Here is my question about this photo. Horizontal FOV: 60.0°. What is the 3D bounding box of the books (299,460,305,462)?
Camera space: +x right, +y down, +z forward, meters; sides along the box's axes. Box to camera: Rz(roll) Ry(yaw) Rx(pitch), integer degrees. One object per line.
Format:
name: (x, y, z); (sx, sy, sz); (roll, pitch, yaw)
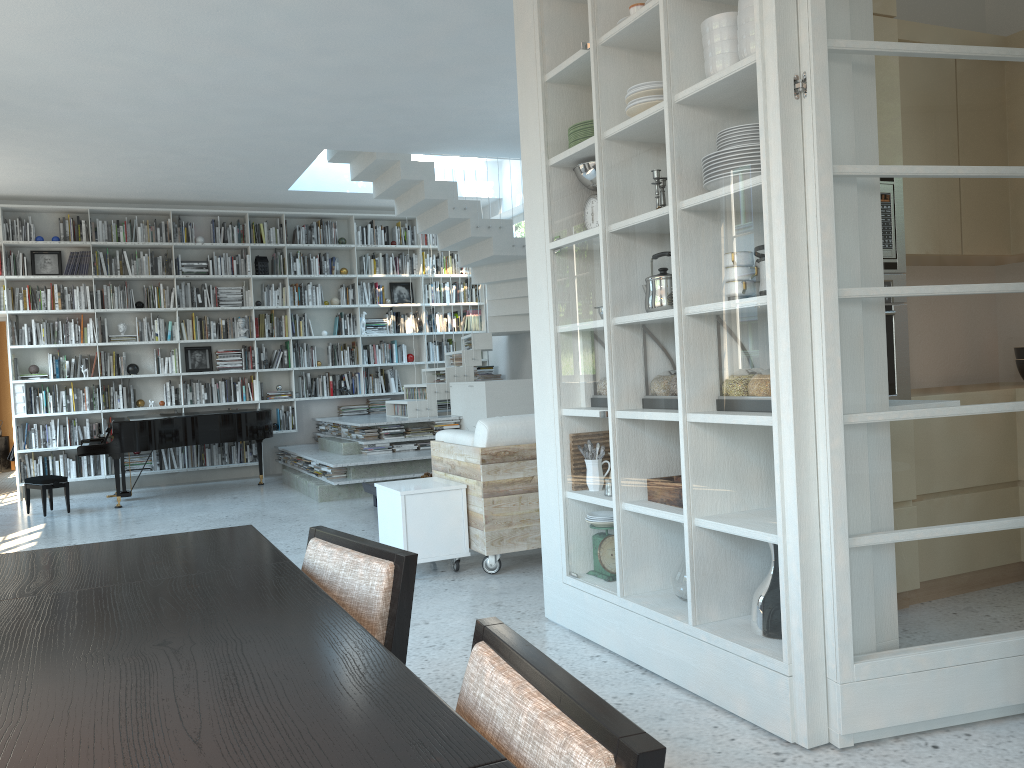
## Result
books: (-2.184, 0.812, 9.500); (0.169, 0.009, 0.241); (-3, 1, -25)

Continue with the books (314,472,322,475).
books: (-1.808, 0.868, 8.664); (0.178, 0.009, 0.276); (-3, 1, -27)

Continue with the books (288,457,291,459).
books: (-2.448, 0.831, 10.063); (0.171, 0.020, 0.193); (-3, 1, -21)

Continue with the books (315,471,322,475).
books: (-1.814, 0.861, 8.661); (0.191, 0.006, 0.275); (-3, 1, -23)

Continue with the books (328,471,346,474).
books: (-1.663, 0.826, 8.396); (0.137, 0.019, 0.224); (-3, 1, -24)

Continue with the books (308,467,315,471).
books: (-1.938, 0.850, 8.936); (0.189, 0.013, 0.215); (-3, 1, -27)

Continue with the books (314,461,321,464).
books: (-1.818, 0.759, 8.660); (0.182, 0.016, 0.256); (-3, 1, -22)

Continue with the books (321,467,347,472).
books: (-1.682, 0.804, 8.387); (0.156, 0.027, 0.287); (-4, 1, -30)

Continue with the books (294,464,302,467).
books: (-2.307, 0.891, 9.785); (0.157, 0.014, 0.180); (-3, 1, -28)

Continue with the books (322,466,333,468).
books: (-1.690, 0.771, 8.383); (0.176, 0.010, 0.266); (-3, 1, -29)

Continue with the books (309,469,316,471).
books: (-1.933, 0.860, 8.938); (0.180, 0.008, 0.267); (-3, 1, -26)

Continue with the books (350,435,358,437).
books: (-1.605, 0.549, 9.389); (0.154, 0.007, 0.292); (-3, 1, -22)

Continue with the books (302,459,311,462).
books: (-2.063, 0.789, 9.215); (0.170, 0.014, 0.281); (-3, 1, -28)

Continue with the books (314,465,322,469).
books: (-1.813, 0.806, 8.662); (0.168, 0.013, 0.281); (-4, 1, -30)

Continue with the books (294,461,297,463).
books: (-2.308, 0.858, 9.784); (0.164, 0.012, 0.205); (-3, 1, -25)

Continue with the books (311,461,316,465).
books: (-1.925, 0.795, 8.942); (0.141, 0.028, 0.222); (-4, 1, -30)

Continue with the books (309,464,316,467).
books: (-1.937, 0.818, 8.936); (0.180, 0.017, 0.182); (-3, 1, -28)

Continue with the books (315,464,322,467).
books: (-1.807, 0.788, 8.665); (0.175, 0.006, 0.251); (-3, 1, -25)

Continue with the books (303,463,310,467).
books: (-2.059, 0.834, 9.217); (0.160, 0.025, 0.244); (-4, 1, -30)

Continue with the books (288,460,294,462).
books: (-2.442, 0.867, 10.066); (0.172, 0.014, 0.221); (-3, 1, -24)

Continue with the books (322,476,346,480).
books: (-1.683, 0.877, 8.387); (0.184, 0.017, 0.230); (-3, 1, -23)

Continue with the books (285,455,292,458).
books: (-2.452, 0.814, 10.061); (0.180, 0.015, 0.294); (-3, 1, -27)

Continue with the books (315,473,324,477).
books: (-1.817, 0.881, 8.660); (0.191, 0.016, 0.209); (-3, 1, -20)

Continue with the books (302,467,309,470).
books: (-2.068, 0.871, 9.213); (0.189, 0.009, 0.290); (-3, 1, -22)

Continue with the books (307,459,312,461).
books: (-2.051, 0.778, 9.220); (0.157, 0.007, 0.268); (-3, 1, -25)

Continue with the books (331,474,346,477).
books: (-1.657, 0.860, 8.399); (0.132, 0.014, 0.205); (-3, 1, -25)

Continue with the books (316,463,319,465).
books: (-1.816, 0.772, 8.660); (0.178, 0.010, 0.196); (-3, 1, -20)

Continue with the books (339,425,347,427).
books: (-1.755, 0.456, 9.656); (0.192, 0.014, 0.256); (-3, 1, -29)

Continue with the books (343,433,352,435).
books: (-1.733, 0.534, 9.666); (0.167, 0.024, 0.192); (-3, 1, -24)

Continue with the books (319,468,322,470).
books: (-1.802, 0.821, 8.667); (0.150, 0.004, 0.290); (-3, 1, -21)

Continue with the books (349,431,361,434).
books: (-1.611, 0.504, 9.386); (0.177, 0.026, 0.230); (-3, 1, -25)

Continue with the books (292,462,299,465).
books: (-2.312, 0.870, 9.783); (0.159, 0.012, 0.292); (-3, 1, -28)

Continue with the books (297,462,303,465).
books: (-2.190, 0.845, 9.497); (0.182, 0.013, 0.287); (-3, 1, -24)

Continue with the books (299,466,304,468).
books: (-2.186, 0.884, 9.499); (0.161, 0.008, 0.254); (-3, 1, -20)

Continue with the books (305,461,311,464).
books: (-2.050, 0.812, 9.221); (0.142, 0.017, 0.239); (-3, 1, -29)

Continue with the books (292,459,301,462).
books: (-2.314, 0.839, 9.781); (0.159, 0.011, 0.246); (-3, 1, -29)

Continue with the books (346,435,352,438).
books: (-1.724, 0.567, 9.670); (0.132, 0.016, 0.262); (-3, 1, -20)

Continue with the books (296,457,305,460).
books: (-2.195, 0.788, 9.495); (0.179, 0.012, 0.249); (-3, 1, -28)

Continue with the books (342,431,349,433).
books: (-1.744, 0.516, 9.661); (0.177, 0.015, 0.187); (-3, 1, -20)

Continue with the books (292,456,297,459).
books: (-2.327, 0.804, 9.776); (0.182, 0.016, 0.199); (-3, 1, -20)

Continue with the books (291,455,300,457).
books: (-2.321, 0.788, 9.778); (0.171, 0.015, 0.253); (-3, 1, -28)

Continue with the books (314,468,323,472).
books: (-1.814, 0.831, 8.662); (0.191, 0.015, 0.246); (-3, 1, -24)

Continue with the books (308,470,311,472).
books: (-2.048, 0.887, 9.222); (0.142, 0.012, 0.291); (-3, 1, -21)

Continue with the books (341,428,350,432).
books: (-1.741, 0.493, 9.662); (0.174, 0.029, 0.250); (-3, 1, -27)

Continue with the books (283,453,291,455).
books: (-2.570, 0.812, 10.346); (0.160, 0.009, 0.291); (-3, 1, -23)

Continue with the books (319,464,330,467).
books: (-1.697, 0.760, 8.380); (0.192, 0.014, 0.256); (-3, 1, -29)

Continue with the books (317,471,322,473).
books: (-1.801, 0.854, 8.667); (0.170, 0.006, 0.268); (-3, 1, -25)

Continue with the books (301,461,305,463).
books: (-2.179, 0.821, 9.502); (0.155, 0.009, 0.297); (-3, 1, -24)

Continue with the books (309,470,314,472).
books: (-1.928, 0.875, 8.941); (0.171, 0.005, 0.297); (-3, 1, -26)

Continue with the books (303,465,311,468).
books: (-2.060, 0.852, 9.216); (0.177, 0.011, 0.220); (-3, 1, -23)

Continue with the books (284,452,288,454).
books: (-2.561, 0.804, 10.350); (0.126, 0.005, 0.290); (-4, 1, -30)

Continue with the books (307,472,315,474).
books: (-1.942, 0.889, 8.934); (0.193, 0.005, 0.225); (-3, 1, -29)

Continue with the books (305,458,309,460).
books: (-2.055, 0.770, 9.218); (0.160, 0.008, 0.239); (-3, 1, -24)

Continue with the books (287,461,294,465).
books: (-2.447, 0.888, 10.063); (0.177, 0.026, 0.230); (-3, 1, -22)

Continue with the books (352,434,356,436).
books: (-1.601, 0.531, 9.391); (0.155, 0.028, 0.189); (-3, 1, -24)

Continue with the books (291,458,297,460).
books: (-2.320, 0.816, 9.779); (0.169, 0.009, 0.241); (-3, 1, -29)

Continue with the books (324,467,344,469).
books: (-1.683, 0.783, 8.386); (0.164, 0.015, 0.243); (-3, 1, -21)

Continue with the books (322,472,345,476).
books: (-1.691, 0.846, 8.383); (0.187, 0.017, 0.205); (-3, 1, -20)
